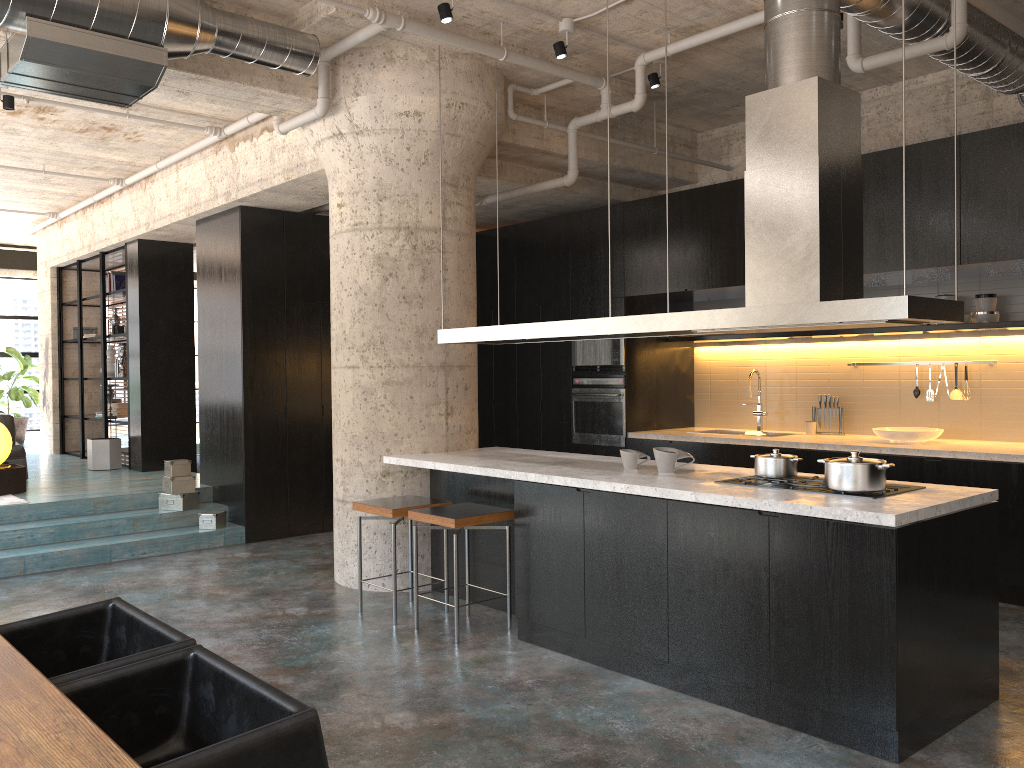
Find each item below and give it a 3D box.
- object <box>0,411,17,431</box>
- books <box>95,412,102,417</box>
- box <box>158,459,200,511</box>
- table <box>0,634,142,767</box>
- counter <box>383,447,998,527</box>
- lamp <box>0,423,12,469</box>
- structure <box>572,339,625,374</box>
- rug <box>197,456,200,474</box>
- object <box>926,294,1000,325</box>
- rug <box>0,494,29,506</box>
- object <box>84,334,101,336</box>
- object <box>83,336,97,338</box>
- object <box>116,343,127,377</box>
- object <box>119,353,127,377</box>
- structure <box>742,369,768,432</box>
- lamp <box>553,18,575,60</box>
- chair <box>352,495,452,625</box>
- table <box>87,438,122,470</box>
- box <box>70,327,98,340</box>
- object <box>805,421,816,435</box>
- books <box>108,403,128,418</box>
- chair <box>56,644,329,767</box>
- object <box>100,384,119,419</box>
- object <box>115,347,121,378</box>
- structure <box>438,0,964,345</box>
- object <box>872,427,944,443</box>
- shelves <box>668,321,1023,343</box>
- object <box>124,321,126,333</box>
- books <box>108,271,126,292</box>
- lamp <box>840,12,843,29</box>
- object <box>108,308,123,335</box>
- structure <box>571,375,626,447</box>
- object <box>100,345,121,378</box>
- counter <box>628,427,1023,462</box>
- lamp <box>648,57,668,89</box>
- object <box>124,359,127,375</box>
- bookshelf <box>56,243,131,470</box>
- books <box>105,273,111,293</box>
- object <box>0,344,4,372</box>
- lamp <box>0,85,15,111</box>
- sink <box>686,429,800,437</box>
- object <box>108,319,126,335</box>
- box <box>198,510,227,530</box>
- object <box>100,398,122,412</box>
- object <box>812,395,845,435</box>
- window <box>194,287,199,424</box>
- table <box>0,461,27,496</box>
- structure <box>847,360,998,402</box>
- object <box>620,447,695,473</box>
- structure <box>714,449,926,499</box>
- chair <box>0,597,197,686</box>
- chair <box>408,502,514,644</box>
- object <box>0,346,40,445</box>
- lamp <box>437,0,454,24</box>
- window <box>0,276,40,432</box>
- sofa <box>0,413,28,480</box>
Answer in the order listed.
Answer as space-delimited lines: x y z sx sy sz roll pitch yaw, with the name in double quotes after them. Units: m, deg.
-5.900 0.509 9.573 0.985 0.438 0.444 -1 1 -15 "object"
-5.247 0.397 11.543 0.319 0.068 0.231 0 1 40 "books"
-3.018 0.911 8.032 0.331 0.441 0.280 0 1 38 "box"
-1.841 1.120 2.018 1.299 0.756 2.410 -1 1 -41 "table"
0.665 0.504 4.987 1.000 0.046 3.500 -1 1 -41 "counter"
-4.801 0.555 8.049 0.462 0.417 0.462 -1 1 -13 "lamp"
1.020 -0.327 8.436 0.612 0.450 0.659 -1 1 -41 "structure"
-4.021 1.203 12.125 0.541 0.377 1.759 -1 1 -41 "rug"
3.321 -0.558 6.552 0.334 0.240 0.462 -1 1 -44 "object"
-7.722 1.006 9.397 2.954 0.032 7.768 -1 1 -41 "rug"
-5.464 -0.641 11.625 0.227 0.024 0.166 0 1 28 "object"
-5.473 -0.612 11.624 0.243 0.034 0.179 0 1 27 "object"
-4.960 -0.305 11.341 0.191 0.447 0.192 -1 1 6 "object"
-4.714 -0.230 10.750 0.099 0.301 0.099 0 1 43 "object"
2.132 0.148 7.827 0.269 0.559 0.125 -1 1 -41 "structure"
0.343 -2.239 5.774 0.145 0.236 0.107 0 1 32 "lamp"
-0.687 1.090 5.588 0.450 0.698 0.450 -1 1 -41 "chair"
-4.657 0.795 10.135 0.365 0.340 0.316 -1 1 -11 "table"
-5.737 -0.675 11.891 0.306 0.157 0.312 -1 1 -31 "box"
2.517 0.369 7.475 0.092 0.117 0.092 -1 1 -2 "object"
-5.017 0.337 11.302 0.257 0.188 0.306 0 1 14 "books"
-0.844 1.117 2.139 0.754 0.738 0.707 -1 1 -41 "chair"
-4.993 0.220 11.016 0.218 0.433 0.218 0 1 41 "object"
-5.156 -0.282 11.610 0.062 0.395 0.121 -1 1 -39 "object"
0.729 -1.310 4.846 0.538 2.100 3.117 -1 1 -41 "structure"
2.975 0.387 6.668 0.490 0.093 0.490 -1 1 -44 "object"
3.064 -0.417 6.876 0.403 0.043 4.362 -1 1 -41 "shelves"
-4.872 -0.737 11.277 0.131 0.280 0.252 -1 1 -33 "object"
-4.886 -1.255 11.044 0.221 0.298 0.258 -1 1 -41 "books"
1.963 -2.254 5.383 0.107 0.236 0.145 0 1 32 "lamp"
-5.170 -0.793 11.563 0.178 0.394 0.180 0 1 43 "object"
0.992 0.239 8.412 0.649 0.651 0.664 -1 1 -41 "structure"
-5.353 -0.302 11.841 0.265 0.432 0.265 -1 1 3 "object"
2.859 0.505 6.699 1.000 0.142 4.360 -1 1 -41 "counter"
1.055 -2.255 6.400 0.145 0.236 0.107 0 1 32 "lamp"
-4.812 -0.196 11.211 0.189 0.230 0.190 -1 1 4 "object"
-5.042 -0.319 11.301 0.628 2.571 2.900 -1 1 -41 "bookshelf"
-5.046 -1.252 11.231 0.216 0.290 0.231 -1 1 -41 "books"
-7.975 0.038 13.345 0.523 1.863 0.629 0 1 17 "object"
-3.642 -2.078 6.338 0.107 0.215 0.141 0 1 31 "lamp"
2.017 0.493 7.735 0.458 0.134 0.890 -1 1 -41 "sink"
-4.793 -0.693 10.819 0.200 0.200 0.409 -1 1 -31 "object"
-2.665 1.210 7.896 0.172 0.140 0.187 -1 1 11 "box"
-5.387 0.312 11.918 0.284 0.231 0.335 -1 1 -41 "object"
2.658 0.258 7.466 0.291 0.336 0.060 0 1 43 "object"
-6.398 -0.516 16.009 1.780 2.530 0.081 -1 1 -41 "window"
-4.910 0.878 8.184 0.616 0.230 1.044 -1 1 -41 "table"
3.195 -0.019 6.984 0.074 0.315 1.171 -1 1 -41 "structure"
0.793 0.414 4.917 0.188 0.133 0.437 -1 1 -41 "object"
1.454 0.389 4.216 0.506 0.187 0.833 -1 1 -41 "structure"
-1.322 1.115 2.695 0.754 0.738 0.707 -1 1 -41 "chair"
-0.292 1.090 5.212 0.450 0.698 0.450 -1 1 -41 "chair"
-7.839 0.189 13.952 0.921 1.543 0.817 0 1 18 "object"
-0.359 -2.223 5.157 0.145 0.236 0.107 0 1 32 "lamp"
-8.084 -0.478 14.527 1.780 2.530 0.081 -1 1 -41 "window"
-5.838 0.645 9.521 1.019 0.680 2.063 -1 1 -41 "sofa"
